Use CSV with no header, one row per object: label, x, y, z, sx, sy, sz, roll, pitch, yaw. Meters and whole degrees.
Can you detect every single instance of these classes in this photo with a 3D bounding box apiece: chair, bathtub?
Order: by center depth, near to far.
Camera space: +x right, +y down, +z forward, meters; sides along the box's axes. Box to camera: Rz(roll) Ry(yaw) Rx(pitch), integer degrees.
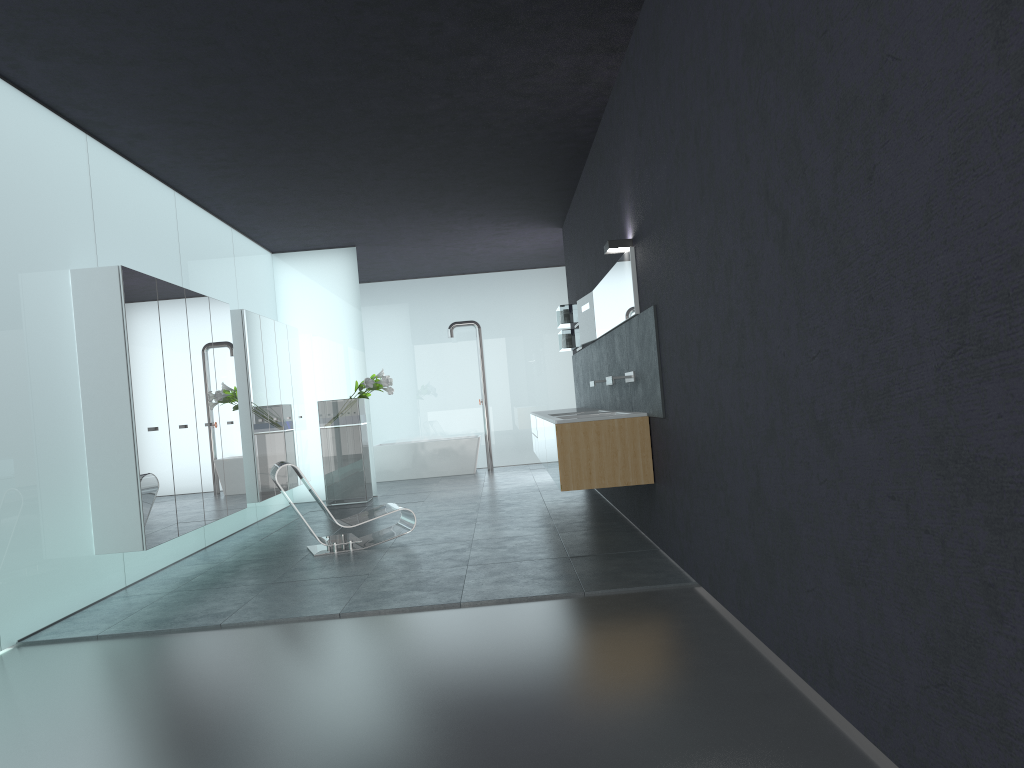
chair,-1.625,1.135,8.529,1.260,0.871,0.629,-5,0,-19
bathtub,-1.548,1.282,16.485,1.977,0.859,0.960,-5,0,-1

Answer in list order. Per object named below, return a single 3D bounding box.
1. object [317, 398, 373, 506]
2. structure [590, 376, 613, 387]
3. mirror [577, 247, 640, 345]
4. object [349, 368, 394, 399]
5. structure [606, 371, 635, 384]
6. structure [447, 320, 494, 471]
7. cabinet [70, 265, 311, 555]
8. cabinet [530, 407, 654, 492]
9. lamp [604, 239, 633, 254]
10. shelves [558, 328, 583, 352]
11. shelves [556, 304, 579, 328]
object,-2.406,0.968,12.834,0.585,1.491,0.575,-5,0,-1
structure,0.909,-0.024,9.071,0.186,0.088,0.482,-5,-1,-1
mirror,0.931,-0.780,8.850,0.109,0.532,3.723,-5,-1,-2
object,-2.194,0.175,12.684,1.024,0.779,0.974,-5,-1,-9
structure,0.929,-0.051,7.653,0.186,0.088,0.482,-5,-1,-1
structure,-0.774,0.259,16.491,0.643,2.872,0.123,-5,0,-1
cabinet,-3.162,0.259,9.850,0.398,2.215,6.005,-5,-1,-1
cabinet,0.685,0.586,9.727,0.734,0.556,5.583,-5,-1,-1
lamp,0.859,-1.112,7.174,0.198,0.066,0.277,-5,-1,-1
shelves,0.796,-0.598,12.130,0.265,0.285,0.770,-5,-1,-1
shelves,0.768,-0.924,12.129,0.265,0.285,0.770,-5,-1,-1
